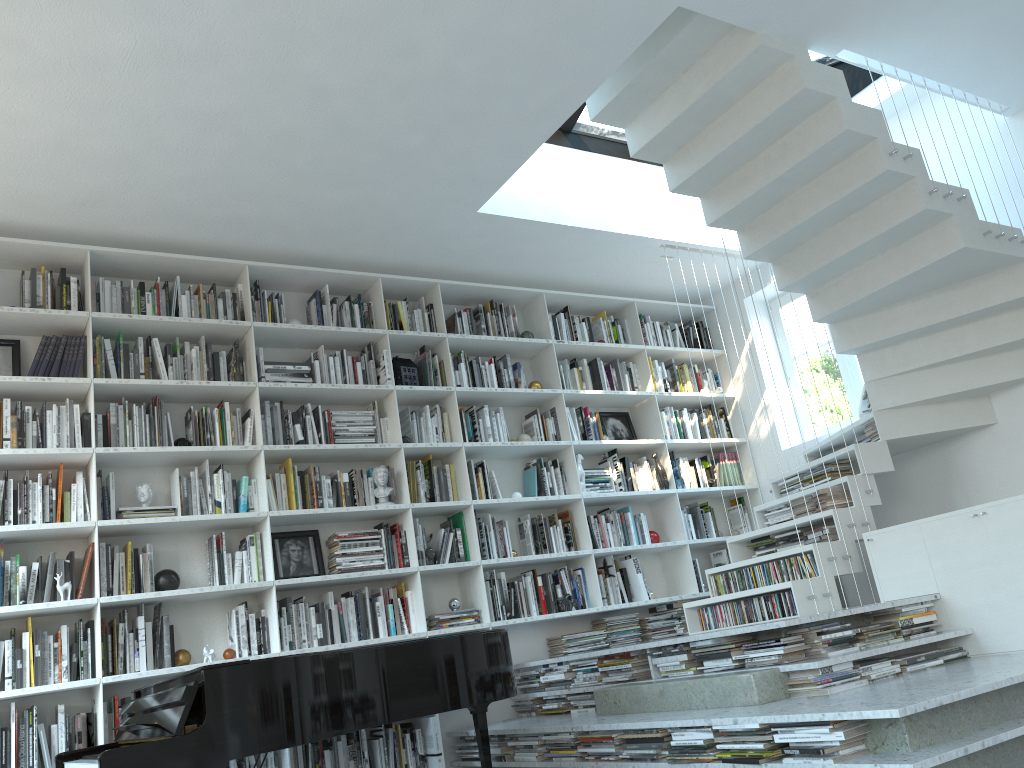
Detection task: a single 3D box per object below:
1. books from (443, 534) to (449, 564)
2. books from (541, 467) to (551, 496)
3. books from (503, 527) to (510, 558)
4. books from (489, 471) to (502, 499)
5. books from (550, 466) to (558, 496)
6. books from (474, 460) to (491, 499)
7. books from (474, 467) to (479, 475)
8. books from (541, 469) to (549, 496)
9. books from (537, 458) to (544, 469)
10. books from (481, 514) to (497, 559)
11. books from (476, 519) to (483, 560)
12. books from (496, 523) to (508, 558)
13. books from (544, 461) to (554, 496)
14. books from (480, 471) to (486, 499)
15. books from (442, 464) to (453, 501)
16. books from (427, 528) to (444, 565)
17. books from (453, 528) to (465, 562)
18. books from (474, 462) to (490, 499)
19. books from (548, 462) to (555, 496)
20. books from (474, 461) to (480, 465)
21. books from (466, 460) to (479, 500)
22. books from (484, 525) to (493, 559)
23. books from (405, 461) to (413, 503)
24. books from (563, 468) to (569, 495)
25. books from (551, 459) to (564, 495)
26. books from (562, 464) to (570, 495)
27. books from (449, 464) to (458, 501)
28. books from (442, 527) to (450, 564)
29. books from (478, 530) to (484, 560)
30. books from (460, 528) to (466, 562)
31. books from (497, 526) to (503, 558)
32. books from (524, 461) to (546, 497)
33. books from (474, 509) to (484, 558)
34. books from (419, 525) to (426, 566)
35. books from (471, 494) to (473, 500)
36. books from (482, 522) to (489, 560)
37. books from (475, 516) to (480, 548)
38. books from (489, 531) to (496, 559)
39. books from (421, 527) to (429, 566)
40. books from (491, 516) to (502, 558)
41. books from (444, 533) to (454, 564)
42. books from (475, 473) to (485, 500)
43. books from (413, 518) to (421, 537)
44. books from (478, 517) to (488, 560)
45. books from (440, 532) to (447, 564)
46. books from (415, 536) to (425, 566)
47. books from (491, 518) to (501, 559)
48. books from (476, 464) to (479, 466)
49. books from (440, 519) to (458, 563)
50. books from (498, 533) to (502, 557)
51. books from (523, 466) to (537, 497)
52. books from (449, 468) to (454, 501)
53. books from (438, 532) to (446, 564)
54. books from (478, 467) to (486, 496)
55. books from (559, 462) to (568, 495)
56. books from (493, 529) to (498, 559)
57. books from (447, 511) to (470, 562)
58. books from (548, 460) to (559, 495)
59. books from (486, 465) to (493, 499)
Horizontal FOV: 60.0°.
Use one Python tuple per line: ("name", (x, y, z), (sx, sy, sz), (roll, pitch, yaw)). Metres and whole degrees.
("books", (-0.440, 1.029, 5.443), (0.090, 0.214, 0.139), (1, -20, -32))
("books", (0.189, 0.691, 5.964), (0.013, 0.218, 0.188), (1, -20, -32))
("books", (-0.076, 1.035, 5.657), (0.014, 0.206, 0.181), (1, -20, -32))
("books", (-0.137, 0.683, 5.743), (0.051, 0.209, 0.177), (1, -20, -32))
("books", (0.246, 0.688, 5.996), (0.012, 0.223, 0.178), (1, -20, -32))
("books", (-0.197, 0.651, 5.742), (0.013, 0.286, 0.159), (1, -20, -32))
("books", (-0.243, 0.671, 5.703), (0.008, 0.241, 0.169), (1, -20, -32))
("books", (0.182, 0.695, 5.958), (0.006, 0.209, 0.188), (1, -20, -32))
("books", (0.185, 0.660, 5.995), (0.013, 0.294, 0.154), (1, -20, -32))
("books", (-0.162, 0.988, 5.610), (0.014, 0.296, 0.175), (1, -20, -32))
("books", (-0.242, 0.996, 5.566), (0.006, 0.280, 0.155), (1, -20, -32))
("books", (-0.093, 1.021, 5.656), (0.015, 0.237, 0.177), (1, -20, -32))
("books", (0.214, 0.672, 5.991), (0.018, 0.262, 0.165), (1, -20, -32))
("books", (-0.219, 0.683, 5.704), (0.007, 0.211, 0.158), (1, -20, -32))
("books", (-0.424, 0.654, 5.591), (0.032, 0.265, 0.143), (1, -20, -32))
("books", (-0.481, 1.012, 5.388), (0.095, 0.227, 0.190), (1, -20, -32))
("books", (-0.355, 1.016, 5.469), (0.029, 0.222, 0.171), (1, -20, -32))
("books", (-0.205, 0.657, 5.727), (0.006, 0.269, 0.179), (1, -20, -32))
("books", (0.228, 0.674, 6.000), (0.015, 0.258, 0.152), (1, -20, -32))
("books", (-0.209, 0.659, 5.783), (0.011, 0.299, 0.089), (1, -20, -32))
("books", (-0.280, 0.644, 5.659), (0.013, 0.278, 0.192), (1, -20, -32))
("books", (-0.185, 1.018, 5.575), (0.011, 0.225, 0.188), (1, -20, -32))
("books", (-0.650, 0.634, 5.448), (0.035, 0.292, 0.145), (1, -20, -32))
("books", (0.321, 0.701, 6.056), (0.023, 0.211, 0.165), (1, -20, -32))
("books", (0.280, 0.664, 6.020), (0.012, 0.272, 0.184), (1, -20, -32))
("books", (0.337, 0.682, 6.062), (0.010, 0.245, 0.159), (1, -20, -32))
("books", (-0.398, 0.658, 5.621), (0.033, 0.268, 0.142), (1, -20, -32))
("books", (-0.441, 1.014, 5.437), (0.094, 0.238, 0.150), (1, -20, -32))
("books", (-0.232, 1.035, 5.566), (0.013, 0.203, 0.154), (1, -20, -32))
("books", (-0.340, 1.019, 5.492), (0.021, 0.225, 0.148), (1, -20, -32))
("books", (-0.106, 1.032, 5.655), (0.008, 0.222, 0.134), (1, -20, -32))
("books", (0.156, 0.671, 5.959), (0.021, 0.263, 0.174), (1, -20, -32))
("books", (-0.240, 0.974, 5.599), (0.007, 0.341, 0.150), (1, -20, -32))
("books", (-0.573, 0.999, 5.367), (0.012, 0.265, 0.158), (1, -20, -32))
("books", (-0.327, 0.644, 5.649), (0.035, 0.287, 0.192), (1, -20, -32))
("books", (-0.203, 1.011, 5.580), (0.013, 0.248, 0.165), (1, -20, -32))
("books", (-0.254, 0.990, 5.563), (0.018, 0.294, 0.178), (1, -20, -32))
("books", (-0.165, 1.040, 5.589), (0.013, 0.186, 0.184), (1, -20, -32))
("books", (-0.552, 1.008, 5.378), (0.035, 0.247, 0.141), (1, -20, -32))
("books", (-0.128, 1.002, 5.653), (0.006, 0.284, 0.160), (1, -20, -32))
("books", (-0.423, 1.031, 5.440), (0.091, 0.204, 0.169), (1, -20, -32))
("books", (-0.236, 0.686, 5.668), (0.017, 0.191, 0.192), (1, -20, -32))
("books", (-0.582, 0.976, 5.359), (0.013, 0.306, 0.141), (1, -20, -32))
("books", (-0.212, 0.993, 5.578), (0.005, 0.283, 0.159), (1, -20, -32))
("books", (-0.453, 1.028, 5.426), (0.090, 0.211, 0.143), (1, -20, -32))
("books", (-0.582, 1.024, 5.320), (0.027, 0.191, 0.183), (1, -20, -32))
("books", (-0.135, 1.004, 5.627), (0.012, 0.266, 0.183), (1, -20, -32))
("books", (-0.204, 0.658, 5.735), (0.006, 0.273, 0.167), (1, -20, -32))
("books", (-0.389, 0.993, 5.483), (0.013, 0.285, 0.139), (1, -20, -32))
("books", (-0.111, 1.051, 5.642), (0.013, 0.178, 0.141), (1, -20, -32))
("books", (0.123, 0.684, 5.941), (0.056, 0.240, 0.154), (1, -20, -32))
("books", (-0.415, 0.669, 5.610), (0.019, 0.247, 0.149), (1, -20, -32))
("books", (-0.467, 1.023, 5.399), (0.089, 0.209, 0.176), (1, -20, -32))
("books", (-0.217, 0.673, 5.724), (0.017, 0.242, 0.133), (1, -20, -32))
("books", (0.311, 0.676, 6.041), (0.011, 0.252, 0.169), (1, -20, -32))
("books", (-0.146, 1.038, 5.621), (0.013, 0.202, 0.167), (1, -20, -32))
("books", (-0.332, 0.972, 5.513), (0.014, 0.324, 0.183), (1, -20, -32))
("books", (0.250, 0.670, 6.026), (0.032, 0.273, 0.155), (1, -20, -32))
("books", (-0.180, 0.670, 5.755), (0.007, 0.253, 0.161), (1, -20, -32))
